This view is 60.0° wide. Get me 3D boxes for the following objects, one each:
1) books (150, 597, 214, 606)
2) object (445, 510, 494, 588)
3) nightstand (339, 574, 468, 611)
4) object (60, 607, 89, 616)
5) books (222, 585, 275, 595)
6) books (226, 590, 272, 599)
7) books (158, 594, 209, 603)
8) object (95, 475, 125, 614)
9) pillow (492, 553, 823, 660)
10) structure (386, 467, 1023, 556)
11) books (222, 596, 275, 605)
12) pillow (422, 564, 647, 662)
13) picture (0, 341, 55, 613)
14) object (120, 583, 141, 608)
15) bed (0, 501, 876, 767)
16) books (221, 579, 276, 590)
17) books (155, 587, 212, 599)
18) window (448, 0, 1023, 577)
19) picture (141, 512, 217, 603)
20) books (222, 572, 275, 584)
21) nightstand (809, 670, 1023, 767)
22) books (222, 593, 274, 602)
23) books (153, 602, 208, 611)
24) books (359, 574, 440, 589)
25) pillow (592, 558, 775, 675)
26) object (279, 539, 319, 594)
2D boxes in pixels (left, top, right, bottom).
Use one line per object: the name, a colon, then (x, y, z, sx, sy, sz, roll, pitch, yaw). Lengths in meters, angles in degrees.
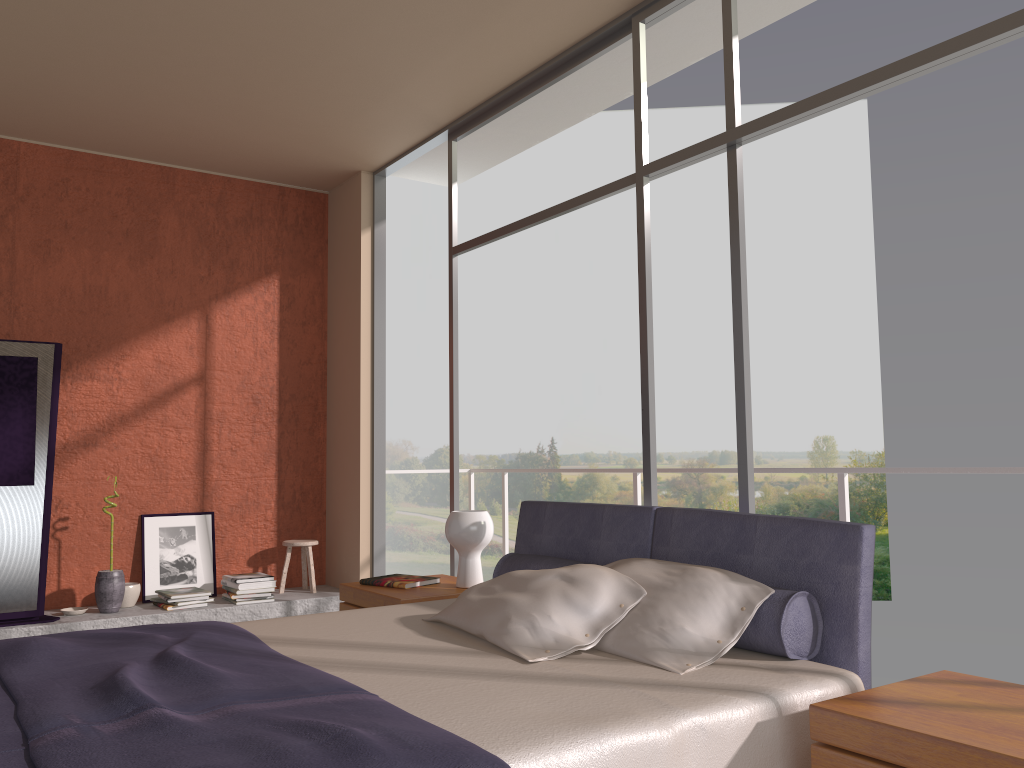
books: (-2.038, 1.334, 5.482, 0.328, 0.018, 0.247, -5, -7, 40)
object: (-0.192, 0.749, 4.034, 0.224, 0.338, 0.224, 1, -6, -23)
nightstand: (-0.404, 1.206, 4.065, 0.562, 0.556, 0.628, 3, -6, -34)
object: (-2.564, 1.338, 5.194, 0.152, 0.040, 0.152, -1, -5, 1)
books: (-1.688, 1.308, 5.681, 0.247, 0.027, 0.328, 3, -6, -33)
books: (-1.680, 1.334, 5.661, 0.247, 0.025, 0.287, 2, -6, -24)
books: (-2.027, 1.310, 5.473, 0.247, 0.025, 0.287, 3, -6, -32)
object: (-2.388, 0.950, 5.285, 0.165, 0.810, 0.165, 0, -5, -11)
pillow: (0.409, 0.734, 3.068, 0.205, 0.201, 1.470, 3, -6, -34)
structure: (1.580, 0.799, 3.095, 0.728, 1.005, 7.689, 3, -6, -34)
books: (-1.687, 1.375, 5.675, 0.247, 0.018, 0.328, 3, -6, -33)
pillow: (0.043, 0.725, 2.921, 0.431, 0.264, 0.869, 2, -6, -27)
picture: (-3.093, 0.489, 4.736, 1.129, 1.496, 0.126, 3, -6, -34)
object: (-2.385, 1.303, 5.459, 0.179, 0.137, 0.180, 1, -6, -22)
bed: (-0.448, 0.870, 2.482, 2.462, 0.959, 2.017, 3, -6, -34)
books: (-1.688, 1.275, 5.684, 0.247, 0.038, 0.319, 3, -6, -37)
books: (-2.031, 1.290, 5.479, 0.247, 0.018, 0.328, 3, -6, -37)
window: (1.347, -0.213, 2.797, 0.075, 3.133, 6.106, 3, -6, -34)
picture: (-2.159, 1.117, 5.757, 0.458, 0.550, 0.117, 3, -6, -34)
books: (-1.692, 1.245, 5.692, 0.247, 0.025, 0.287, 3, -6, -35)
nightstand: (1.087, 0.993, 1.897, 0.562, 0.556, 0.628, 3, -6, -34)
books: (-1.691, 1.357, 5.681, 0.247, 0.018, 0.287, 3, -6, -35)
books: (-2.044, 1.355, 5.465, 0.247, 0.025, 0.287, 3, -7, -38)
books: (-0.522, 0.922, 4.148, 0.287, 0.025, 0.247, -4, -6, 36)
pillow: (0.397, 0.695, 2.732, 0.400, 0.265, 0.791, 2, -6, -31)
object: (-1.428, 1.243, 6.036, 0.260, 0.349, 0.257, -3, -6, 25)
